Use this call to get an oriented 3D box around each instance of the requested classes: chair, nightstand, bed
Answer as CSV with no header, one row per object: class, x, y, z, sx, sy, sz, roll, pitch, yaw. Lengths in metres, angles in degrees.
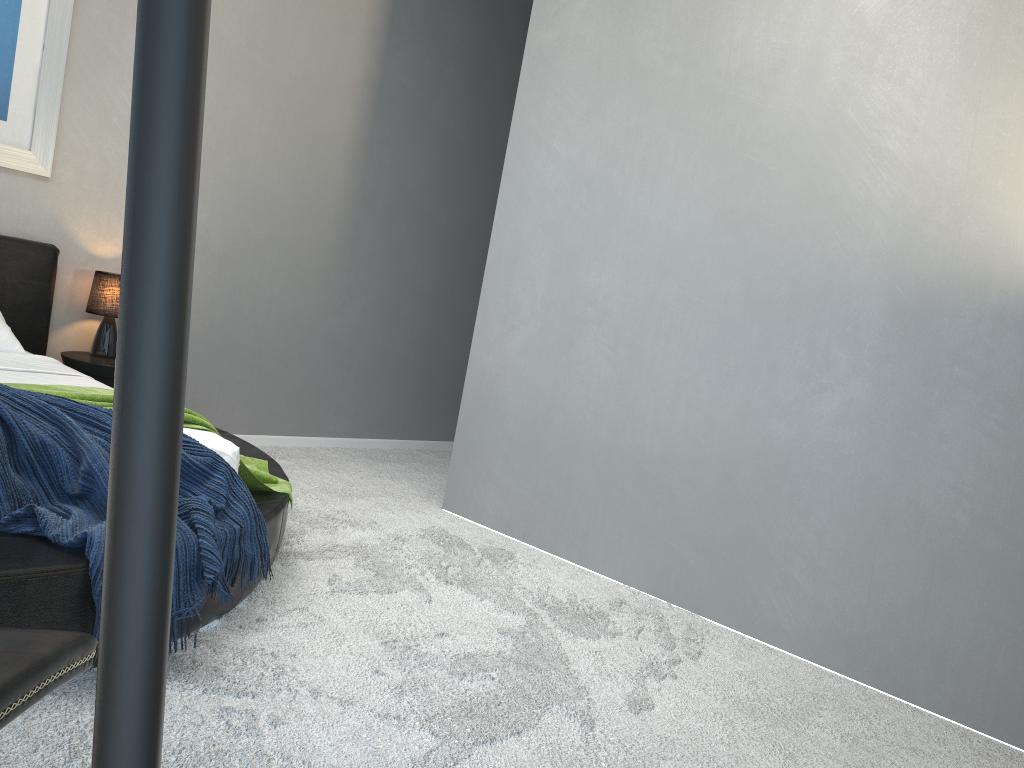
chair,-0.767,0.316,0.381,0.639,0.997,1.278,10,5,-3
nightstand,-1.904,0.105,4.224,0.497,0.441,0.495,9,5,-19
bed,-1.946,-0.033,2.611,2.609,0.935,2.758,14,6,42

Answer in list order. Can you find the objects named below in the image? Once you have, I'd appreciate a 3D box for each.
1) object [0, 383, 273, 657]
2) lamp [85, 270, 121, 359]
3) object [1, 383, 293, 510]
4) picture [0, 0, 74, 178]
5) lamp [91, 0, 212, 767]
object,-1.671,0.189,2.118,2.155,0.569,0.683,10,5,-6
lamp,-1.917,-0.326,4.227,0.219,0.401,0.208,13,6,23
object,-1.622,0.126,2.297,0.644,0.343,2.304,14,6,42
picture,-2.592,-1.694,3.323,0.025,1.403,1.802,15,7,42
lamp,-0.203,0.271,0.241,0.384,1.303,0.201,11,5,5
